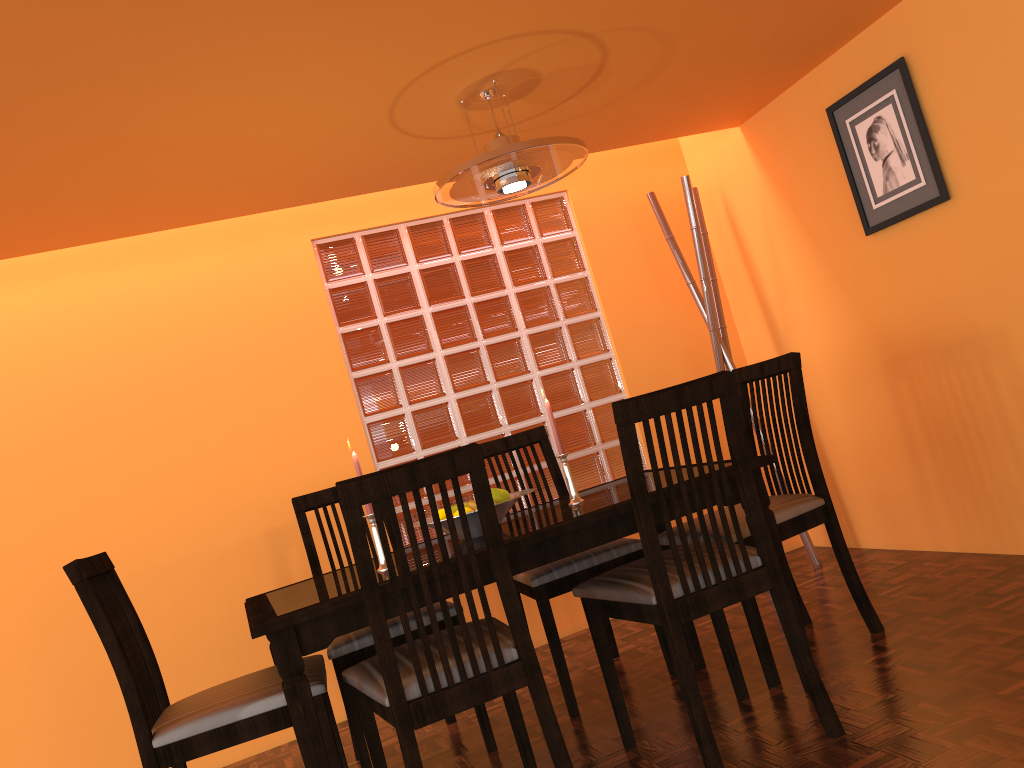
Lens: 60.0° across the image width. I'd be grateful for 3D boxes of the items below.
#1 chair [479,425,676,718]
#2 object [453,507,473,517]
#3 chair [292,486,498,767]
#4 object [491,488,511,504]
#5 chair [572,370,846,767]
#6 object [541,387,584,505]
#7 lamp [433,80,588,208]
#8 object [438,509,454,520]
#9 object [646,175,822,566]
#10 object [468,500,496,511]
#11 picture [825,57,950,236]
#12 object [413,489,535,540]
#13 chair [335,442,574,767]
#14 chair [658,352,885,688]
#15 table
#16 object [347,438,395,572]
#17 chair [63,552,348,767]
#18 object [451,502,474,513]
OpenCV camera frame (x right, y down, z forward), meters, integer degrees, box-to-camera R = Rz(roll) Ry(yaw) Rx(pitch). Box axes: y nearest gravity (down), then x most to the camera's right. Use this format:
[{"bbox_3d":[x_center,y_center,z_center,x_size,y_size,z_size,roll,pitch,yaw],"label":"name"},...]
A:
[{"bbox_3d":[0.152,0.532,2.734,0.373,0.809,0.465,-15,-4,-19],"label":"chair"},{"bbox_3d":[-0.118,0.328,2.185,0.055,0.046,0.046,-18,-4,33],"label":"object"},{"bbox_3d":[-0.373,0.673,2.543,0.373,0.809,0.465,-15,-4,-19],"label":"chair"},{"bbox_3d":[-0.038,0.298,2.287,0.069,0.066,0.069,-16,-3,-10],"label":"object"},{"bbox_3d":[0.383,0.420,2.012,0.373,0.809,0.465,-15,-4,-19],"label":"chair"},{"bbox_3d":[0.126,0.159,2.361,0.044,0.326,0.044,-14,-4,-31],"label":"object"},{"bbox_3d":[-0.031,-0.666,2.423,0.435,0.274,0.435,-16,-3,3],"label":"lamp"},{"bbox_3d":[-0.169,0.331,2.192,0.055,0.046,0.046,-14,-4,-36],"label":"object"},{"bbox_3d":[0.867,-0.035,3.481,0.226,1.589,0.308,-16,-3,3],"label":"object"},{"bbox_3d":[-0.064,0.315,2.213,0.066,0.070,0.055,-14,-4,-38],"label":"object"},{"bbox_3d":[1.187,-0.743,2.830,0.014,0.456,0.361,-15,-4,-19],"label":"picture"},{"bbox_3d":[-0.094,0.349,2.259,0.337,0.072,0.337,-19,-4,37],"label":"object"},{"bbox_3d":[-0.142,0.562,1.821,0.373,0.809,0.465,-15,-4,-19],"label":"chair"},{"bbox_3d":[0.675,0.365,2.511,0.465,0.809,0.373,-15,-4,-24],"label":"chair"},{"bbox_3d":[0.039,0.652,2.241,1.259,0.584,0.697,-15,-4,-19],"label":"table"},{"bbox_3d":[-0.343,0.280,2.103,0.044,0.326,0.044,-14,-4,-31],"label":"object"},{"bbox_3d":[-0.660,0.726,2.034,0.465,0.809,0.373,-15,-3,-14],"label":"chair"},{"bbox_3d":[-0.132,0.346,2.279,0.087,0.076,0.089,-15,-3,-13],"label":"object"}]
